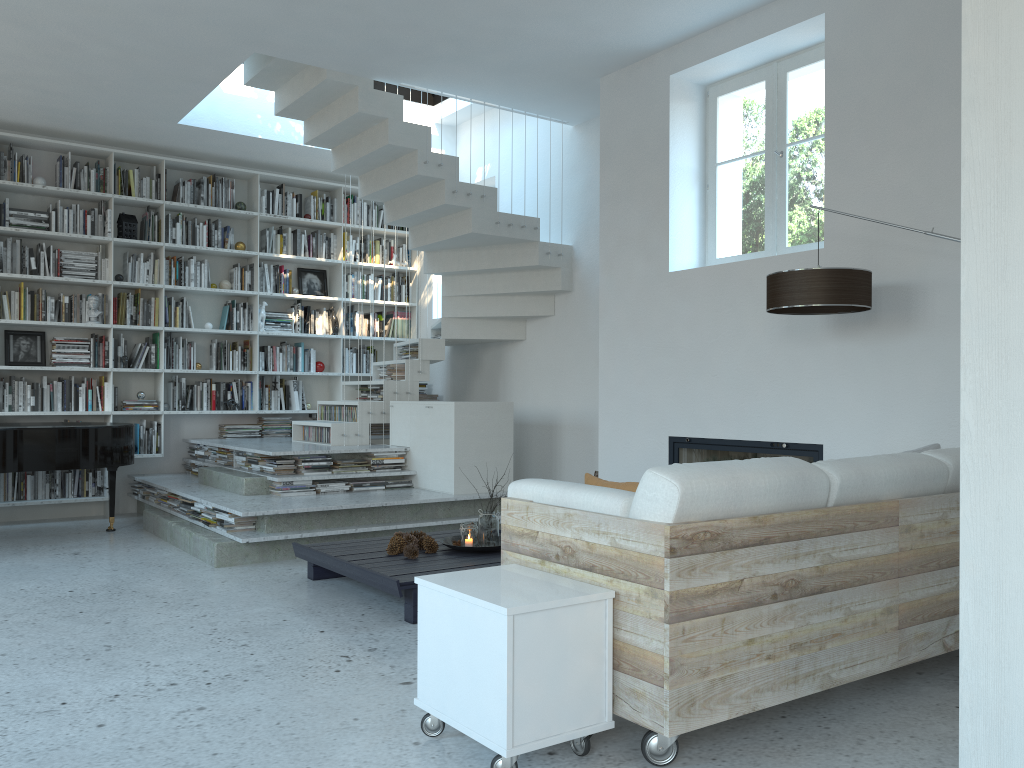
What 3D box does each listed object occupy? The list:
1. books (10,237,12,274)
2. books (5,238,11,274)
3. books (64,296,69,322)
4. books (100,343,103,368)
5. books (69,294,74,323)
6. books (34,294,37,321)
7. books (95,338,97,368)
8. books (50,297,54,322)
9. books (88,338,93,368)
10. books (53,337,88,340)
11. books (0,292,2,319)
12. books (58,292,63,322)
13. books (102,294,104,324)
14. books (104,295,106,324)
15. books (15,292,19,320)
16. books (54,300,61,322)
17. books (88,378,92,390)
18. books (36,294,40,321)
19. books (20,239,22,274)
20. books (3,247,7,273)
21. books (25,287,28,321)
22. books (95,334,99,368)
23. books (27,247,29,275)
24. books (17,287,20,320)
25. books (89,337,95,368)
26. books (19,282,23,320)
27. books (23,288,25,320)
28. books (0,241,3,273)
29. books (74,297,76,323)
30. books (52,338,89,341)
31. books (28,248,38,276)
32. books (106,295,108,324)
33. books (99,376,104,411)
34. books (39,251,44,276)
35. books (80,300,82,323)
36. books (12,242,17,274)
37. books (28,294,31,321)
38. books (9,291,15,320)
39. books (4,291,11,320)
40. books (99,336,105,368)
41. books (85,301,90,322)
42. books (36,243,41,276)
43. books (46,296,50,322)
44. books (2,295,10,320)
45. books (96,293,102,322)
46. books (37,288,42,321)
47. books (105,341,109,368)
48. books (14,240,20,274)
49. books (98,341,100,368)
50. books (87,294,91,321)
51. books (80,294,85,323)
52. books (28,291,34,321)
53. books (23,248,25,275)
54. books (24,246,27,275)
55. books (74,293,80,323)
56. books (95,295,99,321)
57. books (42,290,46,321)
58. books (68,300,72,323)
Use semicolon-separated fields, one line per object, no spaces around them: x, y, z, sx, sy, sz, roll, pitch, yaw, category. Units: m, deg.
-4.103;-1.033;7.252;0.014;0.313;0.133;0;0;-35;books
-4.109;-1.026;7.225;0.026;0.297;0.179;0;0;-35;books
-3.763;-0.616;7.459;0.029;0.224;0.185;0;0;-35;books
-3.553;-0.242;7.639;0.021;0.217;0.132;0;0;-35;books
-3.717;-0.626;7.481;0.012;0.245;0.186;0;0;-35;books
-3.953;-0.620;7.338;0.012;0.228;0.169;0;0;-35;books
-3.583;-0.261;7.612;0.013;0.256;0.162;0;0;-35;books
-3.854;-0.612;7.410;0.030;0.215;0.168;0;0;-35;books
-3.607;-0.261;7.585;0.012;0.254;0.161;0;0;-35;books
-3.734;-0.383;7.496;0.254;0.012;0.161;1;-1;-31;books
-4.163;-0.627;7.212;0.011;0.235;0.142;0;0;-35;books
-3.797;-0.633;7.454;0.014;0.258;0.161;0;0;-35;books
-3.533;-0.633;7.634;0.014;0.266;0.154;0;0;-35;books
-3.529;-0.630;7.652;0.014;0.261;0.137;0;0;-35;books
-4.066;-0.628;7.269;0.029;0.240;0.155;0;0;-35;books
-3.828;-0.604;7.443;0.050;0.199;0.145;0;0;-35;books
-3.618;0.090;7.601;0.010;0.284;0.132;0;0;-35;books
-3.942;-0.624;7.355;0.025;0.236;0.137;0;0;-35;books
-4.040;-1.026;7.277;0.011;0.300;0.179;0;0;-35;books
-4.141;-0.991;7.224;0.027;0.228;0.147;0;0;-35;books
-4.000;-0.648;7.295;0.010;0.281;0.170;0;0;-35;books
-3.573;-0.277;7.619;0.011;0.288;0.152;0;0;-35;books
-4.000;-0.995;7.306;0.011;0.239;0.147;0;0;-35;books
-4.056;-0.650;7.290;0.010;0.284;0.136;0;0;-35;books
-3.595;-0.264;7.590;0.011;0.261;0.184;0;0;-35;books
-4.021;-0.667;7.262;0.014;0.317;0.188;0;0;-35;books
-4.010;-0.641;7.270;0.015;0.266;0.189;0;0;-35;books
-4.153;-1.011;7.196;0.026;0.267;0.170;0;0;-35;books
-3.723;-0.618;7.522;0.025;0.230;0.143;0;0;-35;books
-3.735;-0.371;7.498;0.254;0.012;0.161;1;-1;-38;books
-3.964;-0.993;7.323;0.066;0.236;0.153;0;0;-35;books
-3.518;-0.632;7.669;0.023;0.264;0.107;0;0;-35;books
-3.539;0.083;7.646;0.011;0.300;0.149;0;0;-35;books
-3.913;-0.983;7.367;0.024;0.216;0.148;0;0;-35;books
-3.683;-0.606;7.547;0.022;0.206;0.114;0;0;-35;books
-4.072;-1.010;7.242;0.025;0.266;0.185;0;0;-35;books
-3.999;-0.621;7.323;0.024;0.228;0.147;0;0;-35;books
-4.092;-0.632;7.258;0.026;0.248;0.139;0;0;-35;books
-4.114;-0.630;7.230;0.042;0.242;0.162;0;0;-35;books
-3.530;-0.273;7.634;0.011;0.279;0.186;0;0;-35;books
-3.636;-0.602;7.570;0.035;0.201;0.149;0;0;-35;books
-3.935;-1.017;7.360;0.022;0.285;0.130;0;0;-35;books
-3.876;-0.614;7.393;0.024;0.216;0.175;0;0;-35;books
-4.123;-0.613;7.210;0.053;0.208;0.156;0;0;-35;books
-3.558;-0.640;7.637;0.025;0.279;0.108;0;0;-35;books
-3.922;-0.648;7.361;0.013;0.283;0.176;0;0;-35;books
-3.506;-0.247;7.639;0.034;0.229;0.199;0;0;-35;books
-4.061;-1.024;7.272;0.029;0.295;0.151;0;0;-35;books
-3.567;-0.249;7.631;0.013;0.232;0.134;0;0;-35;books
-3.621;-0.633;7.591;0.014;0.263;0.135;0;0;-35;books
-3.661;-0.631;7.555;0.024;0.259;0.126;0;0;-35;books
-3.981;-0.636;7.343;0.028;0.259;0.134;0;0;-35;books
-4.023;-0.992;7.293;0.014;0.233;0.147;0;0;-35;books
-4.009;-1.001;7.298;0.014;0.250;0.172;0;0;-35;books
-3.692;-0.632;7.520;0.025;0.258;0.150;0;0;-35;books
-3.572;-0.631;7.613;0.025;0.259;0.130;0;0;-35;books
-3.898;-0.640;7.360;0.028;0.267;0.190;0;0;-35;books
-3.740;-0.604;7.478;0.029;0.200;0.178;0;0;-35;books
